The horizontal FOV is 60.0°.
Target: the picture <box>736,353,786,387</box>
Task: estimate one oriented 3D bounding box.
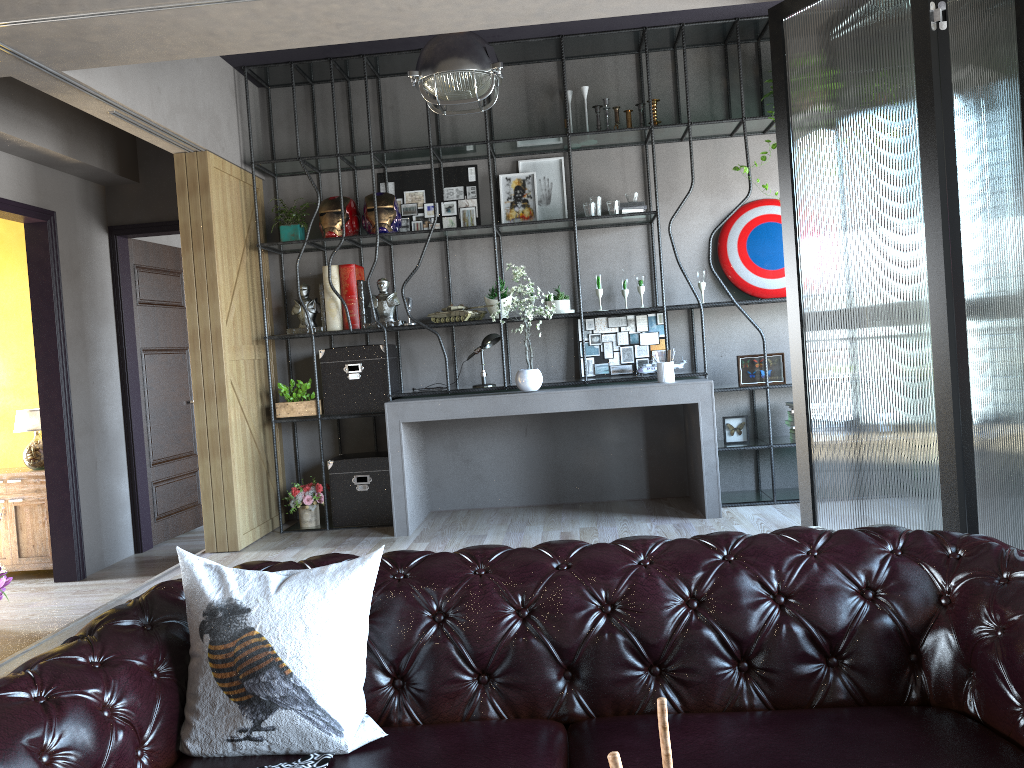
[{"bbox_3d":[1.703,-0.098,6.062,0.313,0.212,0.049,-4,1,4],"label":"picture"}]

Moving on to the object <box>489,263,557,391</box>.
[{"bbox_3d":[0.101,-0.381,5.806,0.398,0.852,0.420,-5,2,-39],"label":"object"}]

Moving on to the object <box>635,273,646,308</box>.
[{"bbox_3d":[0.897,-0.649,6.161,0.113,0.246,0.113,-3,2,23],"label":"object"}]

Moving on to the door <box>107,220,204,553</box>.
[{"bbox_3d":[-2.434,-0.011,7.386,1.150,2.543,1.129,-4,1,4],"label":"door"}]

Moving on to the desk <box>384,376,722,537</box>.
[{"bbox_3d":[0.284,0.474,6.159,2.129,0.885,0.845,-4,2,4],"label":"desk"}]

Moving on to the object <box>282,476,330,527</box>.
[{"bbox_3d":[-1.488,0.840,6.370,0.345,0.362,0.332,-4,2,8],"label":"object"}]

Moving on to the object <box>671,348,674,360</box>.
[{"bbox_3d":[1.056,-0.144,5.880,0.052,0.185,0.009,-4,1,6],"label":"object"}]

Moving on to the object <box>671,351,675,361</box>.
[{"bbox_3d":[1.055,-0.135,5.867,0.062,0.169,0.009,-4,1,4],"label":"object"}]

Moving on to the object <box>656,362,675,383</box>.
[{"bbox_3d":[1.016,-0.076,5.868,0.110,0.137,0.110,-4,2,14],"label":"object"}]

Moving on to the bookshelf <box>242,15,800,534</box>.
[{"bbox_3d":[0.490,-0.738,6.282,4.482,3.281,0.526,-4,1,4],"label":"bookshelf"}]

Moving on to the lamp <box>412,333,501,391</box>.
[{"bbox_3d":[-0.387,-0.157,6.377,0.739,0.371,0.205,-3,2,29],"label":"lamp"}]

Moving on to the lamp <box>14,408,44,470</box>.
[{"bbox_3d":[-3.405,0.700,6.424,0.291,1.044,0.441,-5,2,-23],"label":"lamp"}]

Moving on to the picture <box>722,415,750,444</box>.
[{"bbox_3d":[1.563,0.320,6.189,0.172,0.190,0.036,-4,1,4],"label":"picture"}]

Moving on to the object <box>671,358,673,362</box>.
[{"bbox_3d":[1.038,-0.100,5.854,0.068,0.159,0.009,-4,1,17],"label":"object"}]

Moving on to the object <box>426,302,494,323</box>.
[{"bbox_3d":[-0.349,-0.527,6.337,0.577,0.170,0.207,-2,3,39],"label":"object"}]

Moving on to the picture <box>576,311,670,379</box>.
[{"bbox_3d":[0.814,-0.284,6.459,0.665,0.447,0.051,-4,1,4],"label":"picture"}]

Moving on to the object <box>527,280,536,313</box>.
[{"bbox_3d":[0.143,-0.618,6.429,0.113,0.273,0.113,-5,2,-30],"label":"object"}]

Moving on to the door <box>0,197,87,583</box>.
[{"bbox_3d":[-3.632,0.144,5.596,1.098,2.543,1.150,-4,1,4],"label":"door"}]

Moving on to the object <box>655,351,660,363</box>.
[{"bbox_3d":[0.981,-0.120,5.897,0.046,0.202,0.023,-3,2,40],"label":"object"}]

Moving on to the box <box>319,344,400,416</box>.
[{"bbox_3d":[-1.091,-0.038,6.405,0.489,0.481,0.374,-4,2,4],"label":"box"}]

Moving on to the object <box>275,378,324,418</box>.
[{"bbox_3d":[-1.509,0.093,6.281,0.304,0.265,0.180,-4,2,4],"label":"object"}]

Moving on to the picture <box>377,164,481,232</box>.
[{"bbox_3d":[-0.613,-1.344,6.564,0.749,0.503,0.058,-4,1,4],"label":"picture"}]

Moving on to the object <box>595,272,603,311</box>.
[{"bbox_3d":[0.604,-0.641,6.144,0.113,0.275,0.113,-4,1,8],"label":"object"}]

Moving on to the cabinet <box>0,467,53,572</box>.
[{"bbox_3d":[-3.864,1.018,6.462,1.432,0.750,0.408,-4,2,4],"label":"cabinet"}]

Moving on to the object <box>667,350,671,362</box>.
[{"bbox_3d":[1.044,-0.125,5.899,0.023,0.204,0.037,-3,2,44],"label":"object"}]

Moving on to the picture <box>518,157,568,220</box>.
[{"bbox_3d":[0.227,-1.393,6.472,0.332,0.514,0.119,-4,1,4],"label":"picture"}]

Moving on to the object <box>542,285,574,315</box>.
[{"bbox_3d":[0.316,-0.593,6.247,0.235,0.212,0.235,-6,2,-41],"label":"object"}]

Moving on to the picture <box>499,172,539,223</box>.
[{"bbox_3d":[0.051,-1.328,6.444,0.267,0.413,0.101,-4,1,4],"label":"picture"}]

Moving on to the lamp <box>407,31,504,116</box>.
[{"bbox_3d":[-0.353,-2.085,4.889,0.534,1.148,0.515,-5,2,-19],"label":"lamp"}]

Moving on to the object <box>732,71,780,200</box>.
[{"bbox_3d":[1.860,-1.686,5.948,0.719,1.025,0.650,-3,2,23],"label":"object"}]

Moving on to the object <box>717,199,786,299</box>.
[{"bbox_3d":[1.849,-0.970,6.354,0.751,0.739,0.185,-4,1,5],"label":"object"}]

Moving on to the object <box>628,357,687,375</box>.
[{"bbox_3d":[1.016,-0.123,6.270,0.379,0.111,0.351,-3,3,37],"label":"object"}]

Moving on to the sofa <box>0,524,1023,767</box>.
[{"bbox_3d":[0.140,0.867,2.033,2.565,0.838,1.240,-4,2,4],"label":"sofa"}]

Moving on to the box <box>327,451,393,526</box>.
[{"bbox_3d":[-1.035,0.745,6.423,0.489,0.481,0.374,-4,2,4],"label":"box"}]

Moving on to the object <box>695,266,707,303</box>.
[{"bbox_3d":[1.338,-0.696,6.256,0.113,0.270,0.113,-4,1,-7],"label":"object"}]

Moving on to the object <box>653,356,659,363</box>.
[{"bbox_3d":[0.994,-0.111,5.881,0.137,0.190,0.009,-4,1,7],"label":"object"}]

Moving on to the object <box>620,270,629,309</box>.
[{"bbox_3d":[0.818,-0.681,6.428,0.113,0.301,0.113,-4,2,23],"label":"object"}]
